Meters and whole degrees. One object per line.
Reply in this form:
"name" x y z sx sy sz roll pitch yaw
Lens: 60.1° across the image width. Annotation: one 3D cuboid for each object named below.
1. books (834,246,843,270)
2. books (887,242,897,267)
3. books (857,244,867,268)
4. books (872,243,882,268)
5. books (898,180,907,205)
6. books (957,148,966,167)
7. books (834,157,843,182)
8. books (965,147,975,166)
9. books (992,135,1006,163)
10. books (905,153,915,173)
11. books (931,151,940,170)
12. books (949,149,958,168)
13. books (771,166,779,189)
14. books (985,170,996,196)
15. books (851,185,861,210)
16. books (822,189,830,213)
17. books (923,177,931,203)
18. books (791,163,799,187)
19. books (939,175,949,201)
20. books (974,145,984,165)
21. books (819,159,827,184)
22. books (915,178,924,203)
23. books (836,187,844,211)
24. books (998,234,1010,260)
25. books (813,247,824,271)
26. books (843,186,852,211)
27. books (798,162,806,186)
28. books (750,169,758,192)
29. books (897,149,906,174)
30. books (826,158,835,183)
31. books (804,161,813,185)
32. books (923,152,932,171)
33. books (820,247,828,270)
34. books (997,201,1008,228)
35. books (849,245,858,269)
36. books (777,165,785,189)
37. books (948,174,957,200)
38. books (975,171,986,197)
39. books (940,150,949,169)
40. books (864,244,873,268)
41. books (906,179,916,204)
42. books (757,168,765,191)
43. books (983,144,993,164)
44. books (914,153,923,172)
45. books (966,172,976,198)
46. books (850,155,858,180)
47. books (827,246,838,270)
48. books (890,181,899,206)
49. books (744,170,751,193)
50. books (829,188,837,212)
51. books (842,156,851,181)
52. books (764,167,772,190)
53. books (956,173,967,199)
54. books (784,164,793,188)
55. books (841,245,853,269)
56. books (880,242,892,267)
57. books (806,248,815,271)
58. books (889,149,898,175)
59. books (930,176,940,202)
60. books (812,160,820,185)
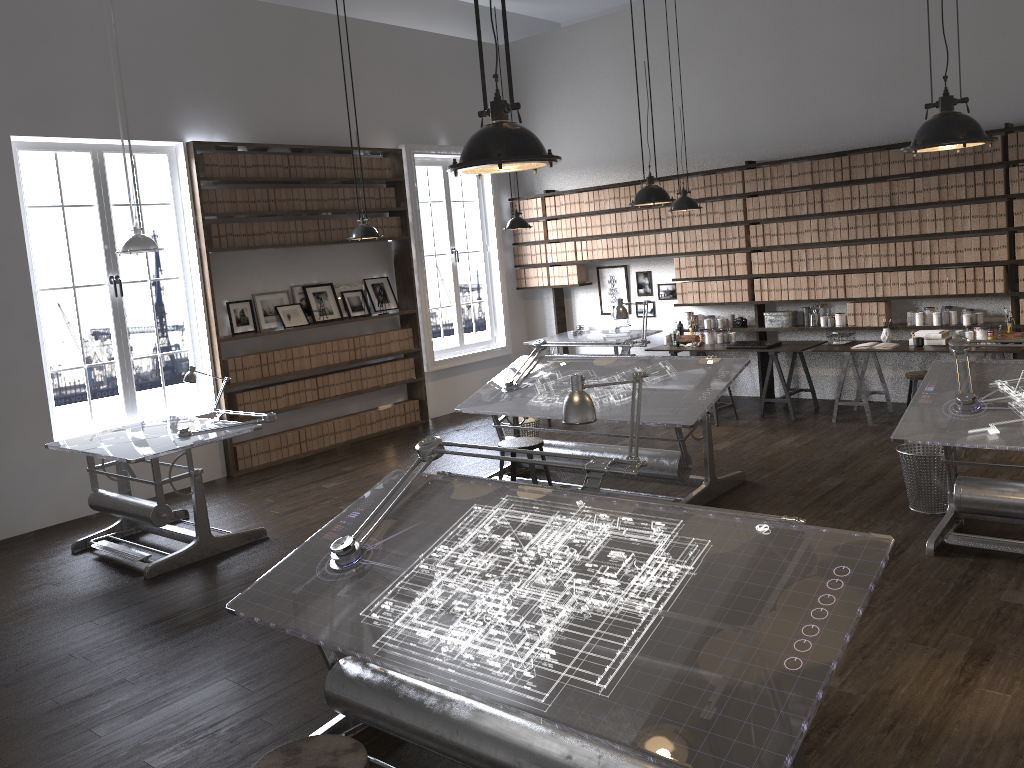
"books" 3.135 -1.199 8.439 0.067 0.224 0.175 0 8 41
"books" 3.508 -1.185 8.120 0.067 0.224 0.175 0 8 41
"books" 3.299 -1.193 8.303 0.067 0.224 0.175 0 8 41
"books" 3.402 -1.188 8.205 0.067 0.224 0.175 0 8 41
"books" 3.550 -1.726 7.990 0.067 0.224 0.175 0 8 41
"books" 3.897 -1.986 7.643 0.067 0.224 0.175 0 8 41
"books" 3.097 -2.016 8.331 0.067 0.224 0.175 0 8 41
"books" 3.945 -1.983 7.596 0.067 0.224 0.175 0 8 41
"books" 4.105 -1.977 7.462 0.067 0.224 0.175 0 8 41
"books" 3.577 -1.997 7.911 0.067 0.224 0.175 0 8 41
"books" 3.742 -1.991 7.777 0.067 0.224 0.175 0 8 41
"books" 3.849 -1.987 7.683 0.067 0.224 0.175 0 8 41
"books" 2.625 -2.034 8.736 0.067 0.224 0.175 0 8 41
"books" 4.084 -1.706 7.534 0.067 0.224 0.175 0 8 41
"books" 3.232 -1.738 8.259 0.067 0.224 0.175 0 8 41
"books" 3.027 -1.746 8.439 0.067 0.224 0.175 0 8 41
"books" 3.706 -1.720 7.856 0.067 0.224 0.175 0 8 41
"books" 2.784 -2.027 8.595 0.067 0.224 0.175 0 8 41
"books" 3.808 -1.717 7.769 0.067 0.224 0.175 0 8 41
"books" 4.000 -1.982 7.557 0.067 0.224 0.175 0 8 41
"books" 2.989 -2.020 8.423 0.067 0.224 0.175 0 8 41
"books" 3.657 -1.722 7.895 0.067 0.224 0.175 0 8 41
"books" 3.120 -1.741 8.350 0.067 0.224 0.175 0 8 41
"books" 4.194 -1.158 7.528 0.067 0.224 0.175 0 8 41
"books" 2.987 -1.205 8.569 0.067 0.224 0.175 0 8 41
"books" 3.175 -1.739 8.303 0.067 0.224 0.175 0 8 41
"books" 2.833 -2.025 8.555 0.067 0.224 0.175 0 8 41
"books" 2.457 -2.038 8.870 0.067 0.224 0.175 0 8 41
"books" 3.522 -1.999 7.958 0.067 0.224 0.175 0 8 41
"books" 3.040 -2.017 8.373 0.067 0.224 0.175 0 8 41
"books" 2.880 -2.023 8.508 0.067 0.224 0.175 0 8 41
"books" 3.690 -1.994 7.824 0.067 0.224 0.175 0 8 41
"books" 3.034 -1.202 8.521 0.067 0.224 0.175 0 8 41
"books" 4.170 -1.433 7.506 0.067 0.224 0.175 0 8 41
"books" 3.245 -1.195 8.347 0.067 0.224 0.175 0 8 41
"books" 2.677 -2.031 8.689 0.067 0.224 0.175 0 8 41
"books" 3.862 -1.715 7.723 0.067 0.224 0.175 0 8 41
"books" 4.024 -1.708 7.578 0.067 0.224 0.175 0 8 41
"books" 3.792 -1.989 7.729 0.067 0.224 0.175 0 8 41
"books" 3.349 -1.191 8.255 0.067 0.224 0.175 0 8 41
"books" 3.601 -1.724 7.941 0.067 0.224 0.175 0 8 41
"books" 2.512 -2.036 8.823 0.067 0.224 0.175 0 8 41
"books" 4.054 -1.980 7.511 0.067 0.224 0.175 0 8 41
"books" 3.634 -1.995 7.867 0.067 0.224 0.175 0 8 41
"books" 3.970 -1.711 7.631 0.067 0.224 0.175 0 8 41
"books" 3.211 -2.011 8.234 0.067 0.224 0.175 0 8 41
"books" 3.088 -1.201 8.481 0.067 0.224 0.175 0 8 41
"books" 3.498 -1.728 8.037 0.067 0.224 0.175 0 8 41
"books" 2.412 -2.041 8.914 0.067 0.224 0.175 0 8 41
"books" 3.075 -1.744 8.395 0.067 0.224 0.175 0 8 41
"books" 3.151 -2.013 8.278 0.067 0.224 0.175 0 8 41
"books" 2.569 -2.035 8.778 0.067 0.224 0.175 0 8 41
"books" 3.913 -1.712 7.674 0.067 0.224 0.175 0 8 41
"books" 2.728 -2.029 8.640 0.067 0.224 0.175 0 8 41
"books" 3.189 -1.196 8.390 0.067 0.224 0.175 0 8 41
"books" 3.457 -1.186 8.158 0.067 0.224 0.175 0 8 41
"books" 2.933 -1.207 8.615 0.067 0.224 0.175 0 8 41
"books" 3.477 -2.001 8.003 0.067 0.224 0.175 0 8 41
"books" 3.753 -1.717 7.809 0.067 0.224 0.175 0 8 41
"books" 2.935 -2.022 8.469 0.067 0.224 0.175 0 8 41
